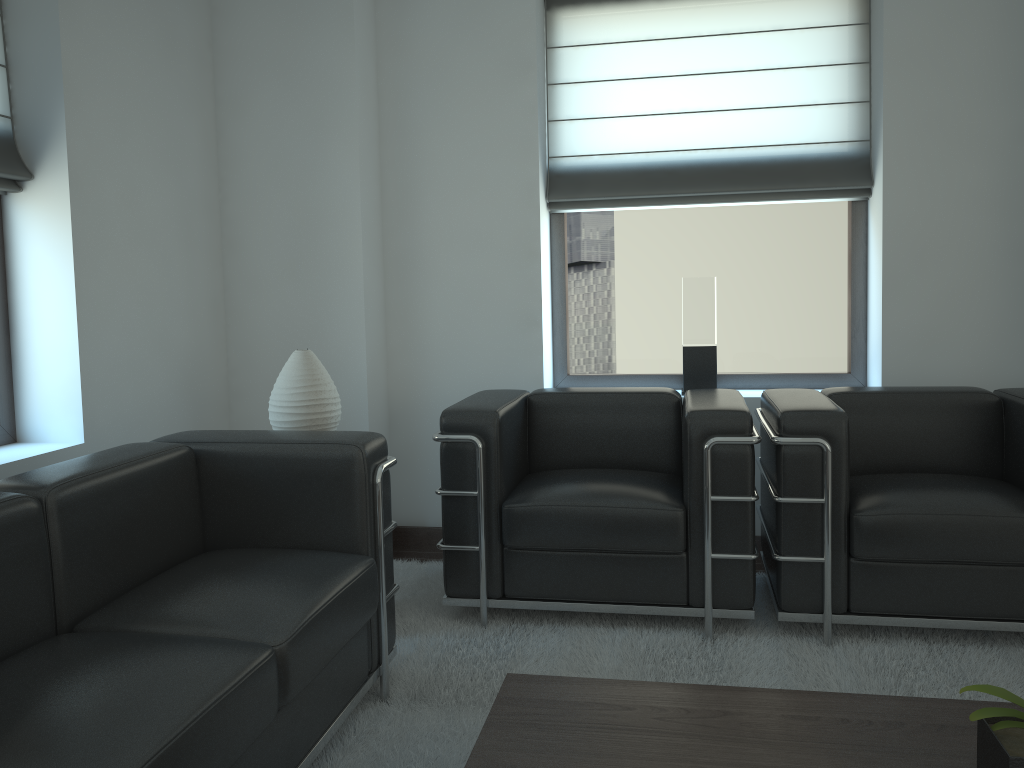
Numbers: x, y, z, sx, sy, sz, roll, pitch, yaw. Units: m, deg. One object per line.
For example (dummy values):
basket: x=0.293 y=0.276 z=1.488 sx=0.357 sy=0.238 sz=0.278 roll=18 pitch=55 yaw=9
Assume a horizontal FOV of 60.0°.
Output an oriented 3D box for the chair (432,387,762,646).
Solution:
chair: x=0.494 y=0.650 z=4.920 sx=1.645 sy=1.168 sz=1.126 roll=0 pitch=5 yaw=11

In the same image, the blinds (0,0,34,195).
blinds: x=-2.667 y=-1.595 z=3.572 sx=0.222 sy=1.473 sz=1.691 roll=-1 pitch=5 yaw=11

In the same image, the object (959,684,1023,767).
object: x=1.273 y=0.565 z=2.123 sx=0.335 sy=0.990 sz=0.253 roll=-1 pitch=4 yaw=11

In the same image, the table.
table: x=0.748 y=1.314 z=1.945 sx=1.920 sy=0.440 sz=1.941 roll=0 pitch=6 yaw=11

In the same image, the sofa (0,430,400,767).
sofa: x=-1.334 y=0.955 z=2.405 sx=1.123 sy=1.167 sz=3.486 roll=0 pitch=6 yaw=11

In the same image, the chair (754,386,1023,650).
chair: x=2.147 y=0.643 z=4.594 sx=1.645 sy=1.168 sz=1.126 roll=0 pitch=5 yaw=11

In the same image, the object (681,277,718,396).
object: x=1.250 y=-0.322 z=5.913 sx=0.243 sy=0.774 sz=0.239 roll=-1 pitch=4 yaw=11

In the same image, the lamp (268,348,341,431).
lamp: x=-1.084 y=0.140 z=4.648 sx=0.375 sy=0.653 sz=0.375 roll=2 pitch=6 yaw=40

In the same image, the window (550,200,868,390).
window: x=1.324 y=-1.328 z=6.141 sx=2.132 sy=2.726 sz=0.146 roll=0 pitch=4 yaw=11

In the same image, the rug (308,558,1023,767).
rug: x=0.404 y=1.467 z=2.386 sx=5.168 sy=0.110 sz=6.269 roll=0 pitch=6 yaw=11

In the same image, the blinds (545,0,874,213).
blinds: x=1.280 y=-1.935 z=5.931 sx=2.123 sy=1.473 sz=0.223 roll=0 pitch=4 yaw=11

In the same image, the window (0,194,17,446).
window: x=-2.810 y=-0.969 z=3.641 sx=0.146 sy=2.726 sz=1.705 roll=-1 pitch=5 yaw=11
